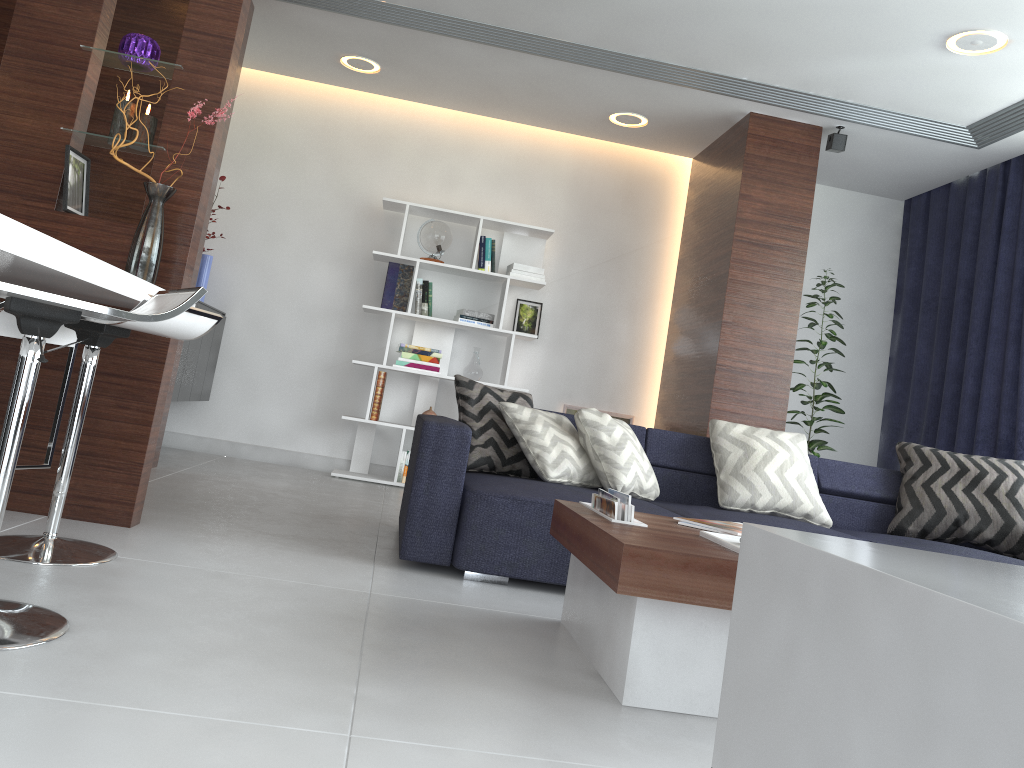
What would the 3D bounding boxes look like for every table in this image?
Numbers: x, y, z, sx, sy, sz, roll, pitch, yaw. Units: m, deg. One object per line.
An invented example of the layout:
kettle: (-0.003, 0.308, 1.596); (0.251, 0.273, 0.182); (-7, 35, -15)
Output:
table: (0.540, 0.558, 2.209); (0.799, 0.356, 0.801); (10, -3, -7)

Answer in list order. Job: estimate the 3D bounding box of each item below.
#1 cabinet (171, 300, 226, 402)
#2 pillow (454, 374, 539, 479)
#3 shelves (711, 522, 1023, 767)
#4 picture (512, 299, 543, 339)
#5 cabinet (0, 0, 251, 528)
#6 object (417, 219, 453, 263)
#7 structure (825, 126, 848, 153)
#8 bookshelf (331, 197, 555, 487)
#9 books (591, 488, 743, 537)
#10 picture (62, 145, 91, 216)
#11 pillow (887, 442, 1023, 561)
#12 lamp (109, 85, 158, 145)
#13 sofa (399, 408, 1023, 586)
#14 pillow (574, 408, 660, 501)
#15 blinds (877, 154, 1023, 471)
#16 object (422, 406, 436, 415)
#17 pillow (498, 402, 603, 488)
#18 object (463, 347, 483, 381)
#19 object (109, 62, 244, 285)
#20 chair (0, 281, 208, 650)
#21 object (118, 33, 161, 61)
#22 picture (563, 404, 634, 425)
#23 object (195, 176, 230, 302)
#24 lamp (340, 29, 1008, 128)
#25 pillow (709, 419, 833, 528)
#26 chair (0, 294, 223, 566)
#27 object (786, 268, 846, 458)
cabinet: (-2.050, -0.218, 5.221); (0.397, 0.589, 1.124); (10, -3, -7)
pillow: (-0.054, 0.185, 3.740); (0.411, 0.389, 0.221); (13, -7, -36)
shelves: (1.348, 0.546, 0.369); (2.345, 0.504, 0.868); (10, -3, -6)
picture: (0.106, -0.448, 6.072); (0.181, 0.258, 0.058); (10, -7, -6)
cabinet: (-1.191, -0.878, 1.473); (0.785, 2.574, 3.315); (10, -4, -7)
object: (-0.523, -0.907, 5.868); (0.235, 0.387, 0.217); (8, -6, 13)
structure: (1.933, -1.449, 5.257); (0.084, 0.144, 0.113); (10, -5, -2)
bookshelf: (-0.444, -0.219, 5.849); (1.148, 1.838, 0.297); (10, -7, -6)
books: (-2.813, -0.142, 0.711); (8.173, 0.376, 0.405); (11, -4, -27)
picture: (-1.481, -0.681, 3.007); (0.051, 0.224, 0.174); (10, -5, -3)
pillow: (2.018, 0.555, 3.956); (0.600, 0.523, 0.351); (8, -6, 24)
lamp: (-1.301, -0.923, 3.055); (0.153, 0.212, 0.076); (9, -6, 6)
sofa: (1.066, 0.551, 3.173); (2.867, 0.614, 1.888); (10, -3, -6)
pillow: (0.447, 0.297, 3.720); (0.281, 0.354, 0.413); (6, -6, 36)
blinds: (0.552, -0.657, 2.668); (5.793, 2.797, 7.089); (10, -3, -3)
object: (-0.541, 0.221, 5.776); (0.111, 0.149, 0.122); (10, -5, -9)
pillow: (0.172, 0.257, 3.662); (0.331, 0.297, 0.411); (5, -6, 45)
object: (-0.248, -0.131, 5.826); (0.132, 0.222, 0.131); (9, -6, -1)
object: (-1.112, -0.664, 2.821); (0.385, 0.742, 0.197); (12, -7, -25)
chair: (-0.950, 0.111, 1.741); (0.459, 0.716, 0.396); (13, -7, -34)
object: (-1.306, -1.163, 3.096); (0.135, 0.098, 0.131); (7, -5, 33)
picture: (0.551, 0.525, 6.020); (0.499, 0.706, 0.083); (10, -7, -6)
object: (-2.025, -0.934, 5.699); (0.270, 0.869, 0.268); (8, -7, 8)
lamp: (-2.180, -2.277, 2.333); (9.530, 0.085, 5.336); (10, -2, -20)
pillow: (1.112, 0.382, 3.859); (0.494, 0.392, 0.340); (10, -5, -6)
chair: (-1.163, 0.100, 2.402); (0.465, 0.716, 0.391); (8, -6, 11)
object: (1.922, 0.154, 5.655); (0.478, 1.863, 0.503); (15, -8, -38)
